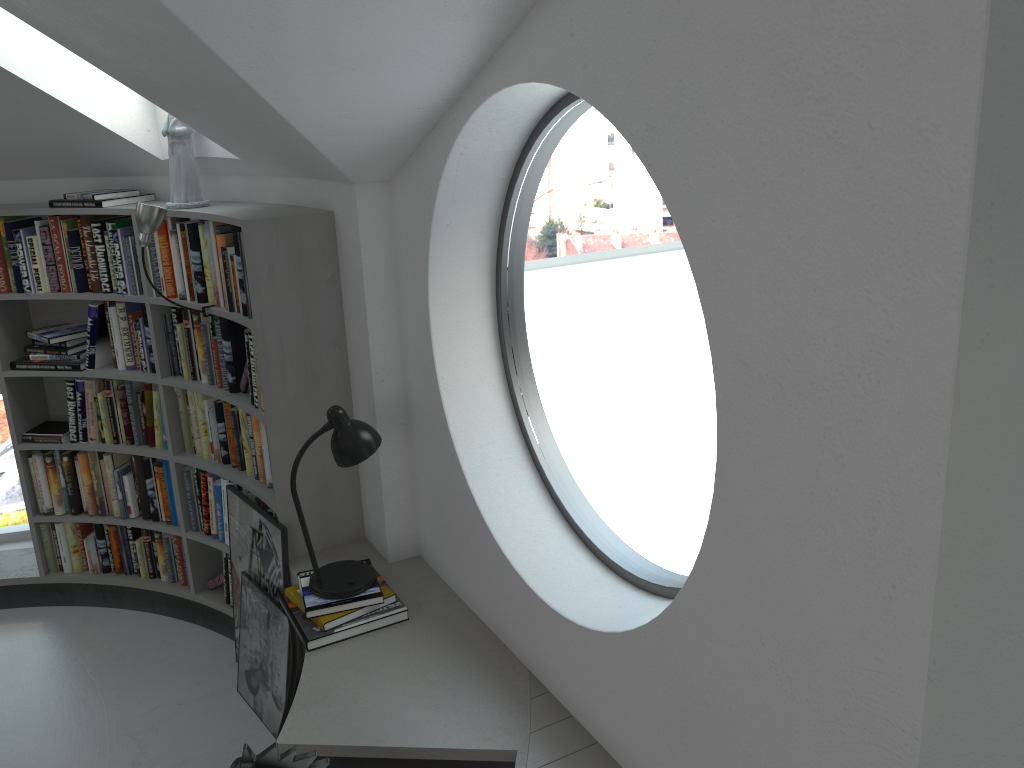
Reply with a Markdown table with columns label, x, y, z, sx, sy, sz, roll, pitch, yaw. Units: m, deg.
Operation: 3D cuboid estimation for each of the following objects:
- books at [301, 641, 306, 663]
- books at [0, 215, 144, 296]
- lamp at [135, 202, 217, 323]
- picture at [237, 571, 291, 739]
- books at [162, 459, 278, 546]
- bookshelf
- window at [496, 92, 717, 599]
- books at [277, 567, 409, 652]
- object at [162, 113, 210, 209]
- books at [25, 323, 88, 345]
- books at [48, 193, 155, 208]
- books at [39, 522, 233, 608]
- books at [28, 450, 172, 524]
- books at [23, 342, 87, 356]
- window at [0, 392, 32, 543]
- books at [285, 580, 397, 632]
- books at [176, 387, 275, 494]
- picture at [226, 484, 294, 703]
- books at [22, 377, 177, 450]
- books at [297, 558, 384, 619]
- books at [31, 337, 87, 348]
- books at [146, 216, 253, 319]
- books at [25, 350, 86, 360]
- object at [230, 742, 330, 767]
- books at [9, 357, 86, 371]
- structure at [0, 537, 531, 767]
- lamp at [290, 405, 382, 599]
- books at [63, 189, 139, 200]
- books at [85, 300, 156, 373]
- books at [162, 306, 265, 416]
| label | x | y | z | sx | sy | sz | roll | pitch | yaw |
| --- | --- | --- | --- | --- | --- | --- | --- | --- | --- |
| books | -0.612 | 1.190 | 3.206 | 0.272 | 0.296 | 1.155 | -6 | 18 | -13 |
| books | -2.054 | -0.630 | 4.198 | 0.969 | 0.365 | 0.308 | 2 | 17 | 15 |
| lamp | -1.336 | -0.478 | 3.555 | 0.276 | 0.521 | 0.113 | -14 | 20 | -36 |
| picture | -1.024 | 1.124 | 3.654 | 0.107 | 0.551 | 0.491 | -14 | 20 | -36 |
| books | -1.187 | 0.573 | 4.059 | 1.187 | 0.356 | 0.305 | 13 | 22 | 41 |
| bookshelf | -3.034 | 0.376 | 3.535 | 4.342 | 1.866 | 2.120 | -11 | 19 | -27 |
| window | 0.338 | -0.121 | 2.558 | 0.104 | 1.459 | 1.479 | -11 | 18 | -26 |
| books | -0.613 | 0.792 | 3.180 | 0.366 | 0.042 | 0.390 | -11 | 19 | -26 |
| object | -1.401 | -0.984 | 3.749 | 0.179 | 0.469 | 0.180 | -8 | 17 | -18 |
| books | -2.220 | -0.257 | 4.405 | 0.286 | 0.031 | 0.270 | 12 | 23 | 40 |
| books | -1.918 | -0.859 | 4.156 | 0.336 | 0.036 | 0.319 | 5 | 19 | 24 |
| books | -1.749 | 0.845 | 4.484 | 1.498 | 0.309 | 0.362 | 5 | 18 | 23 |
| books | -2.022 | 0.469 | 4.510 | 0.872 | 0.348 | 0.274 | 1 | 17 | 13 |
| books | -2.217 | -0.197 | 4.422 | 0.286 | 0.031 | 0.271 | 4 | 18 | 21 |
| window | -3.875 | 0.664 | 4.144 | 3.244 | 1.142 | 0.619 | -17 | 22 | -40 |
| books | -0.614 | 0.757 | 3.171 | 0.287 | 0.034 | 0.306 | -15 | 21 | -36 |
| books | -1.144 | 0.218 | 3.919 | 0.277 | 0.345 | 1.024 | -17 | 22 | -40 |
| picture | -1.078 | 0.921 | 3.783 | 0.091 | 0.856 | 0.581 | -14 | 20 | -36 |
| books | -1.958 | 0.110 | 4.376 | 0.974 | 0.349 | 0.253 | 2 | 17 | 14 |
| books | -0.616 | 0.726 | 3.162 | 0.269 | 0.031 | 0.288 | -8 | 18 | -17 |
| books | -2.218 | -0.227 | 4.414 | 0.227 | 0.036 | 0.215 | 4 | 18 | 21 |
| books | -1.194 | -0.518 | 3.721 | 1.017 | 0.359 | 0.294 | 14 | 23 | 42 |
| books | -2.216 | -0.168 | 4.431 | 0.286 | 0.031 | 0.271 | 0 | 17 | 7 |
| object | -0.558 | 1.059 | 2.020 | 0.321 | 0.558 | 0.322 | 8 | 19 | 34 |
| books | -2.214 | -0.136 | 4.439 | 0.388 | 0.042 | 0.368 | 1 | 18 | 12 |
| structure | -2.344 | 1.442 | 2.566 | 4.710 | 0.688 | 4.745 | 3 | 18 | 16 |
| lamp | -0.596 | 0.393 | 3.080 | 0.323 | 0.655 | 0.235 | -6 | 16 | -12 |
| books | -1.919 | -0.886 | 4.148 | 0.248 | 0.027 | 0.234 | 9 | 21 | 33 |
| books | -1.778 | -0.255 | 4.250 | 0.553 | 0.348 | 0.257 | 3 | 17 | 18 |
| books | -1.170 | -0.149 | 3.815 | 0.280 | 0.355 | 1.056 | -17 | 22 | -40 |
